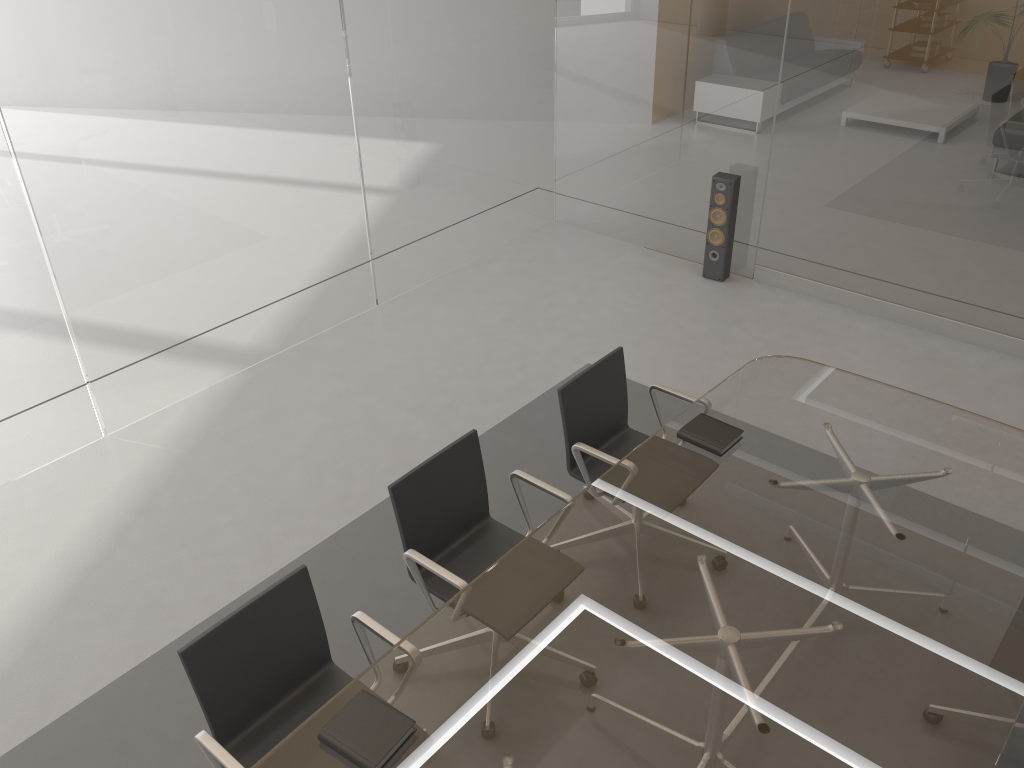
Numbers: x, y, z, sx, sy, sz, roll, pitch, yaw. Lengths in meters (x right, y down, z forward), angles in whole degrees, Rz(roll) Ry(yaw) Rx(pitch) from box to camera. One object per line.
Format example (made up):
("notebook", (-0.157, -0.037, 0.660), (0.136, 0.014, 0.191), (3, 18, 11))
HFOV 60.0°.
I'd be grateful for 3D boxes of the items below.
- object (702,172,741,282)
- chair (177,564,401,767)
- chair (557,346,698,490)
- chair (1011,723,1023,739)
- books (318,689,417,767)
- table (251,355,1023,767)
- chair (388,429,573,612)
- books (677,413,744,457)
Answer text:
("object", (1.374, -1.026, 5.846), (0.152, 0.706, 0.124), (20, 38, 30))
("chair", (-0.507, 1.049, 2.526), (0.710, 0.805, 0.731), (12, 35, 21))
("chair", (0.551, 0.365, 3.570), (0.710, 0.805, 0.731), (12, 35, 21))
("chair", (1.713, 0.881, 2.695), (0.710, 0.805, 0.731), (12, 35, 21))
("books", (-0.356, 0.858, 2.188), (0.183, 0.032, 0.164), (19, 38, 29))
("table", (0.613, 0.987, 2.647), (1.372, 0.721, 3.054), (24, 40, 34))
("chair", (-0.030, 0.681, 3.093), (0.710, 0.805, 0.731), (12, 35, 21))
("books", (0.719, 0.183, 3.215), (0.183, 0.032, 0.164), (25, 41, 36))
